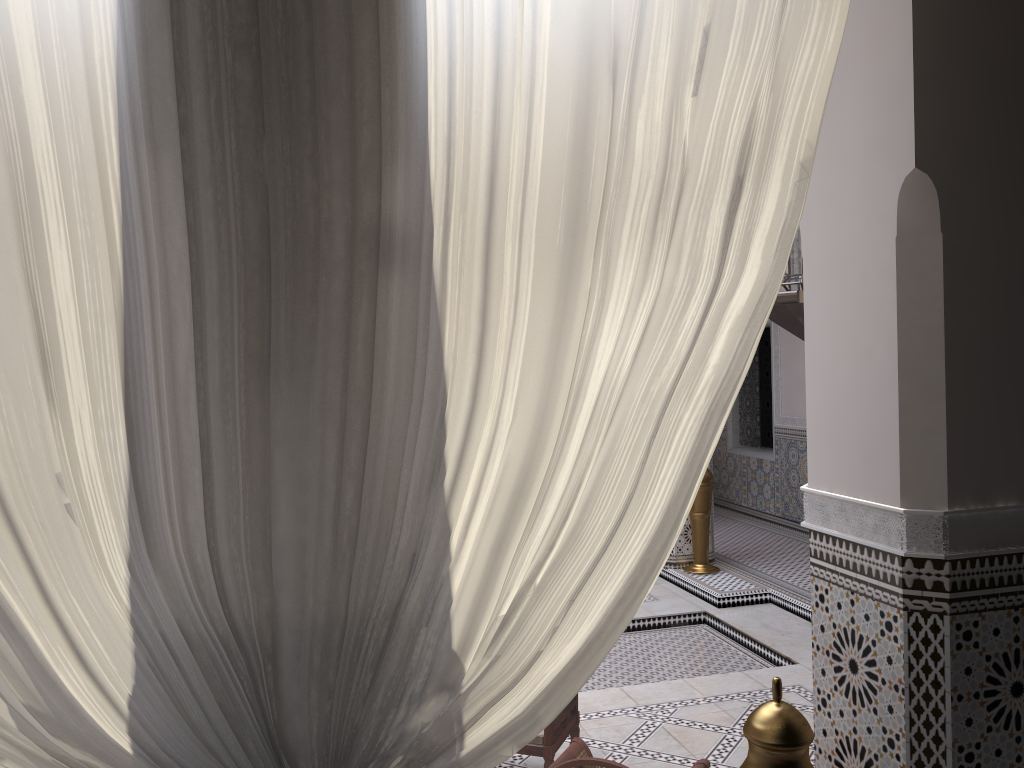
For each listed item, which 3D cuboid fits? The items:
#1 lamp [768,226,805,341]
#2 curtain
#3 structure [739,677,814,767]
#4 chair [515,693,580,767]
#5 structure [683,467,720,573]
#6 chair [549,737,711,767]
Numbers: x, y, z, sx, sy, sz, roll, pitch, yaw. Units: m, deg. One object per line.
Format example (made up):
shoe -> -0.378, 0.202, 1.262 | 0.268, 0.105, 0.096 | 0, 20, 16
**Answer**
lamp -> 0.459, -0.281, 1.300 | 0.216, 0.552, 0.221 | -2, 1, -15
curtain -> -0.183, -0.068, 0.704 | 1.304, 1.761, 0.137 | -2, 1, -15
structure -> 0.309, 0.603, 1.014 | 0.156, 0.539, 0.156 | -2, 1, 2
chair -> 0.026, 0.764, 2.046 | 0.263, 0.313, 0.208 | -1, 1, 21
structure -> 0.806, 0.528, 3.804 | 0.156, 0.539, 0.156 | -1, 2, 36
chair -> 0.193, 0.770, 1.545 | 0.263, 0.313, 0.208 | -1, 1, 26
